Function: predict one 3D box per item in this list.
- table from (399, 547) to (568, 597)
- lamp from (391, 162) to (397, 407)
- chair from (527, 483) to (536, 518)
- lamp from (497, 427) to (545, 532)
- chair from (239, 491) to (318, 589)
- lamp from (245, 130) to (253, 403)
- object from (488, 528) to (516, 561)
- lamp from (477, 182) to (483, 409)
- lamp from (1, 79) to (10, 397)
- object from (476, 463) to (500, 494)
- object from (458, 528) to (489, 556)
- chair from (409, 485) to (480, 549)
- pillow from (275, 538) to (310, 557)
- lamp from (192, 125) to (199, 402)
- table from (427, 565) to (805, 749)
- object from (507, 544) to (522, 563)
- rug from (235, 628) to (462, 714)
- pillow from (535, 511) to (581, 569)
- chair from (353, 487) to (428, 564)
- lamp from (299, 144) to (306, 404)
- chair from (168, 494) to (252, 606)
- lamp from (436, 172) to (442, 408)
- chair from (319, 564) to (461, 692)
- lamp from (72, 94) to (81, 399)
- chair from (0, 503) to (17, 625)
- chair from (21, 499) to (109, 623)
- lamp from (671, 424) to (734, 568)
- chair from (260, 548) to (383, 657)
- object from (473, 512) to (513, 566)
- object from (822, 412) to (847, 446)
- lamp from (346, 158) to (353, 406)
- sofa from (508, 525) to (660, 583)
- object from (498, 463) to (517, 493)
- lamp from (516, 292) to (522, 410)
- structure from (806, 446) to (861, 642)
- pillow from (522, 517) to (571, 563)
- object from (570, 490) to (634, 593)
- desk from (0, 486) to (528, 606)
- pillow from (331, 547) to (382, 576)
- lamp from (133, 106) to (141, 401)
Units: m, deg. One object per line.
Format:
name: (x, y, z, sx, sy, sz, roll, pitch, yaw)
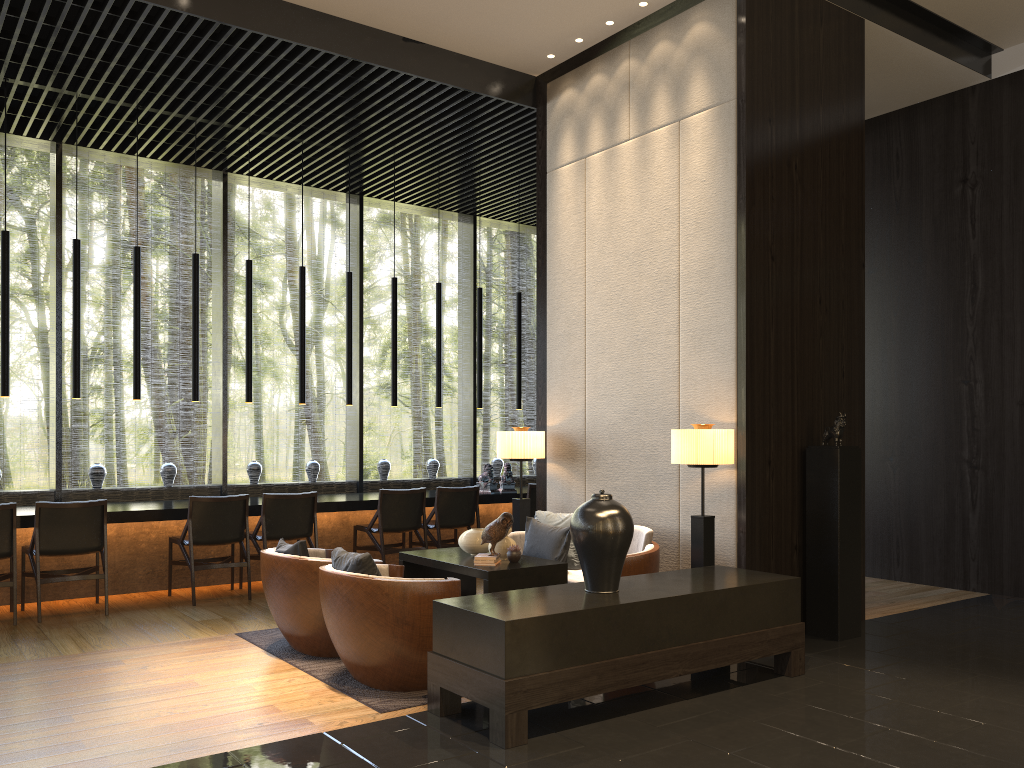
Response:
table: (-0.203, 1.343, 5.543, 0.575, 0.517, 1.043, 1, -3, -36)
lamp: (-1.154, -0.989, 8.686, 0.060, 2.420, 0.060, 0, 0, -41)
chair: (0.237, 1.402, 8.917, 0.526, 0.827, 0.563, 1, -1, -36)
lamp: (0.069, 1.013, 6.891, 0.375, 1.350, 0.375, 0, 0, -6)
chair: (-1.917, 1.306, 7.366, 0.526, 0.827, 0.563, 1, -1, -36)
lamp: (-2.329, -1.041, 7.840, 0.060, 2.420, 0.060, 0, 0, -41)
object: (-0.057, 0.949, 5.431, 0.174, 0.257, 0.174, 0, -1, -16)
lamp: (-0.337, -0.952, 9.274, 0.060, 2.420, 0.060, 0, 0, -41)
lamp: (-3.857, -1.109, 6.740, 0.060, 2.420, 0.060, 0, 0, -41)
object: (-0.253, 0.966, 9.062, 0.207, 0.310, 0.162, -1, -1, 34)
object: (-0.221, 1.009, 5.658, 0.245, 0.168, 0.246, -1, -3, 12)
chair: (-0.607, 1.364, 8.310, 0.526, 0.827, 0.563, 1, -1, -36)
pillow: (-1.289, 1.072, 5.242, 0.205, 0.338, 0.442, 1, -2, -29)
lamp: (-2.704, -1.058, 7.570, 0.060, 2.420, 0.060, 0, 0, -41)
table: (0.586, 1.270, 4.400, 1.960, 0.513, 0.620, 2, -3, -36)
object: (0.013, 1.016, 5.328, 0.091, 0.112, 0.091, 0, -2, 17)
rug: (-0.288, 1.601, 5.544, 2.242, 0.008, 2.043, 3, -4, -36)
pillow: (0.319, 1.106, 6.321, 0.433, 0.399, 0.201, -1, -1, 33)
chair: (-1.074, 1.343, 7.974, 0.526, 0.827, 0.563, 1, -1, -36)
lamp: (-1.925, -1.023, 8.131, 0.060, 2.420, 0.060, 0, 0, -41)
chair: (-2.384, 1.285, 7.030, 0.526, 0.827, 0.563, 1, -1, -36)
lamp: (-0.742, -0.970, 8.982, 0.060, 2.420, 0.060, 0, 0, -41)
chair: (-0.690, 1.246, 4.615, 0.606, 0.604, 0.804, 1, -3, -36)
lamp: (-3.456, -1.091, 7.028, 0.060, 2.420, 0.060, 0, 0, -31)
chair: (-3.694, 1.226, 6.087, 0.526, 0.827, 0.563, 1, -1, -36)
chair: (-3.227, 1.247, 6.423, 0.526, 0.827, 0.563, 1, -1, -36)
lamp: (1.157, 0.920, 5.379, 0.375, 1.350, 0.375, 0, 0, 12)
chair: (-1.190, 1.289, 5.309, 0.606, 0.604, 0.804, 1, -3, -36)
object: (-0.100, 0.912, 5.250, 0.229, 0.309, 0.174, 0, -1, 10)
object: (2.051, 0.290, 5.634, 0.161, 0.217, 0.102, -1, -1, 42)
lamp: (-1.543, -1.006, 8.406, 0.060, 2.420, 0.060, 0, 0, -41)
sofa: (0.434, 1.286, 5.992, 0.603, 0.693, 1.450, 1, -3, -36)
object: (-0.047, 0.974, 9.204, 0.163, 0.313, 0.209, 0, -1, -11)
lamp: (0.076, -0.934, 9.571, 0.060, 2.420, 0.060, 0, 0, -41)
structure: (2.052, 1.004, 5.651, 0.240, 1.217, 0.240, 0, 0, -36)
pillow: (0.252, 1.116, 6.149, 0.219, 0.361, 0.472, 1, -2, -39)
object: (0.439, 0.762, 4.323, 0.311, 0.492, 0.311, -1, -2, 43)
desk: (-10.902, 0.963, 1.356, 28.738, 0.759, 1.782, 3, -4, -36)
pillow: (-0.786, 1.026, 4.547, 0.222, 0.362, 0.399, 1, -2, -35)
lamp: (-3.088, -1.075, 7.293, 0.060, 2.420, 0.060, 0, 0, -41)
